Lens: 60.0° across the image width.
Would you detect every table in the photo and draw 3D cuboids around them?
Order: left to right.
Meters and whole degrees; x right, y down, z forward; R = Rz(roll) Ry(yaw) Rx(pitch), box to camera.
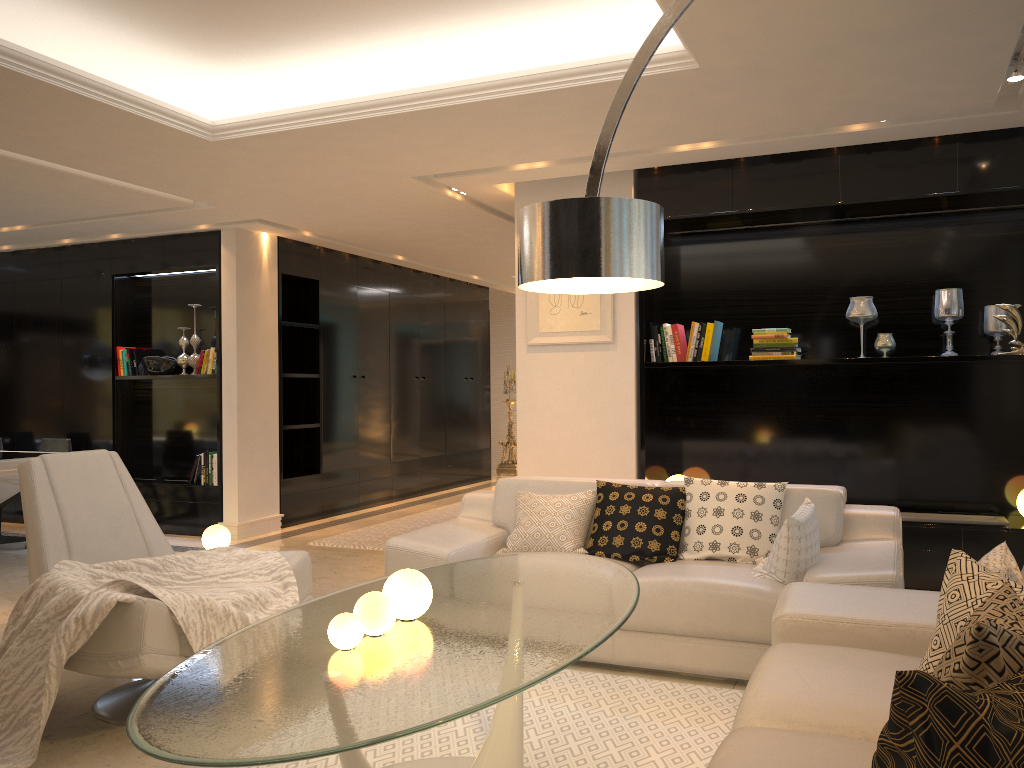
[{"bbox_3d":[-4.953,0.951,7.104,3.031,0.759,1.293,-1,0,23],"label":"table"},{"bbox_3d":[-0.187,0.956,2.565,0.999,0.565,2.140,-1,0,22],"label":"table"}]

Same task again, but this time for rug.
[{"bbox_3d":[-0.203,1.251,2.544,1.661,0.020,2.900,-1,0,23],"label":"rug"},{"bbox_3d":[0.011,1.290,9.207,1.526,0.015,5.025,-1,0,23],"label":"rug"}]

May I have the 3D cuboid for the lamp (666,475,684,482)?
[{"bbox_3d":[1.114,0.713,5.927,0.212,0.214,0.213,0,0,-27],"label":"lamp"}]

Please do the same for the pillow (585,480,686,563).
[{"bbox_3d":[0.610,0.677,4.410,0.524,0.355,0.323,-1,0,24],"label":"pillow"}]

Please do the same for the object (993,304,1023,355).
[{"bbox_3d":[2.823,-0.308,5.013,0.182,0.293,0.116,-1,0,20],"label":"object"}]

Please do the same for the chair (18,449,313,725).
[{"bbox_3d":[-1.499,0.780,3.640,0.983,0.991,1.027,-1,0,23],"label":"chair"}]

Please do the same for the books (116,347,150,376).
[{"bbox_3d":[-3.443,-0.204,8.089,0.236,0.270,0.210,-1,0,23],"label":"books"}]

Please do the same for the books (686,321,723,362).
[{"bbox_3d":[1.251,-0.271,5.767,0.210,0.261,0.212,-1,0,23],"label":"books"}]

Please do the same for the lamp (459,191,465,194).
[{"bbox_3d":[-0.339,-1.443,6.434,0.107,0.127,0.107,-1,0,4],"label":"lamp"}]

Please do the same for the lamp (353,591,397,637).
[{"bbox_3d":[-0.368,0.616,2.382,0.115,0.115,0.115,0,0,-41],"label":"lamp"}]

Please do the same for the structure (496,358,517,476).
[{"bbox_3d":[0.147,0.471,12.935,0.811,1.715,0.382,0,0,-43],"label":"structure"}]

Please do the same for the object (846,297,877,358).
[{"bbox_3d":[2.156,-0.342,5.466,0.181,0.381,0.181,-1,0,17],"label":"object"}]

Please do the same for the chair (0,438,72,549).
[{"bbox_3d":[-4.005,0.895,7.415,0.523,0.858,0.496,-1,0,23],"label":"chair"}]

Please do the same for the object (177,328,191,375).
[{"bbox_3d":[-2.910,-0.287,7.870,0.121,0.416,0.121,-1,0,18],"label":"object"}]

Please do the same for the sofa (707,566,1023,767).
[{"bbox_3d":[1.070,0.863,2.030,1.145,0.754,2.328,-1,0,23],"label":"sofa"}]

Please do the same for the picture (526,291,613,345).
[{"bbox_3d":[0.378,-0.632,5.891,0.610,0.729,0.027,-1,0,23],"label":"picture"}]

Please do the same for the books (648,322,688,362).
[{"bbox_3d":[1.036,-0.272,5.855,0.240,0.270,0.208,-1,0,23],"label":"books"}]

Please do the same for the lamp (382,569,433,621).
[{"bbox_3d":[-0.299,0.603,2.541,0.143,0.143,0.143,-1,0,8],"label":"lamp"}]

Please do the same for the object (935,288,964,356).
[{"bbox_3d":[2.646,-0.357,5.365,0.156,0.426,0.156,-1,0,28],"label":"object"}]

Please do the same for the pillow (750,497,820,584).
[{"bbox_3d":[1.213,0.681,3.920,0.281,0.325,0.521,-1,0,33],"label":"pillow"}]

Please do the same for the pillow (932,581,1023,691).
[{"bbox_3d":[1.006,0.653,1.859,0.301,0.436,0.575,-1,0,29],"label":"pillow"}]

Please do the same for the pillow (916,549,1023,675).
[{"bbox_3d":[1.200,0.658,2.123,0.288,0.429,0.587,-1,0,-2],"label":"pillow"}]

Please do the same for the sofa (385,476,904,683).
[{"bbox_3d":[0.650,0.882,4.342,2.328,0.754,1.145,-1,0,23],"label":"sofa"}]

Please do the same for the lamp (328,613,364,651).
[{"bbox_3d":[-0.422,0.628,2.254,0.090,0.091,0.090,0,0,-16],"label":"lamp"}]

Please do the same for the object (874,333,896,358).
[{"bbox_3d":[2.272,-0.230,5.403,0.119,0.154,0.119,-1,0,33],"label":"object"}]

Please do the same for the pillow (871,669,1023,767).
[{"bbox_3d":[0.825,0.653,1.499,0.575,0.436,0.301,0,0,-36],"label":"pillow"}]

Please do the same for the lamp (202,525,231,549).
[{"bbox_3d":[-2.287,1.196,6.861,0.212,0.214,0.213,0,0,-27],"label":"lamp"}]

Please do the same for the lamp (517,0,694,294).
[{"bbox_3d":[0.958,-0.019,2.078,2.009,2.519,0.393,-1,0,23],"label":"lamp"}]

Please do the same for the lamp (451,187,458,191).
[{"bbox_3d":[-0.390,-1.443,6.316,0.107,0.127,0.107,-1,0,4],"label":"lamp"}]

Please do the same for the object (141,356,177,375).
[{"bbox_3d":[-3.163,-0.158,7.950,0.375,0.177,0.193,-1,0,24],"label":"object"}]

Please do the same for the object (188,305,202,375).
[{"bbox_3d":[-2.783,-0.386,7.786,0.121,0.612,0.121,-1,0,18],"label":"object"}]

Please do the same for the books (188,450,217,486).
[{"bbox_3d":[-2.620,0.722,7.719,0.345,0.296,0.222,-1,0,23],"label":"books"}]

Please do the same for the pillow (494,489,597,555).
[{"bbox_3d":[0.185,0.717,4.581,0.521,0.329,0.351,-1,0,23],"label":"pillow"}]

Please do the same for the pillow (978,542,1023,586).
[{"bbox_3d":[1.330,0.661,2.500,0.222,0.380,0.463,-1,0,28],"label":"pillow"}]

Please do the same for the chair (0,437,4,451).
[{"bbox_3d":[-4.785,0.905,7.750,0.523,0.858,0.496,-1,0,23],"label":"chair"}]

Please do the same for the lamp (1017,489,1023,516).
[{"bbox_3d":[3.028,0.689,5.105,0.213,0.214,0.212,0,0,-16],"label":"lamp"}]

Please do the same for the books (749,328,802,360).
[{"bbox_3d":[1.668,-0.247,5.614,0.296,0.197,0.260,-1,0,26],"label":"books"}]

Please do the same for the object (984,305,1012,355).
[{"bbox_3d":[2.881,-0.305,5.257,0.147,0.317,0.147,-1,0,25],"label":"object"}]

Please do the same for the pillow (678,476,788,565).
[{"bbox_3d":[1.047,0.657,4.269,0.526,0.399,0.255,-1,0,23],"label":"pillow"}]

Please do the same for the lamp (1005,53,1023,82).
[{"bbox_3d":[2.358,-1.484,4.151,0.107,0.127,0.107,-1,0,4],"label":"lamp"}]

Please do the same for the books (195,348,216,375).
[{"bbox_3d":[-2.597,-0.199,7.725,0.290,0.238,0.189,-1,0,22],"label":"books"}]

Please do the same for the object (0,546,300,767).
[{"bbox_3d":[-1.529,0.976,3.428,1.347,0.580,0.972,0,0,-30],"label":"object"}]
